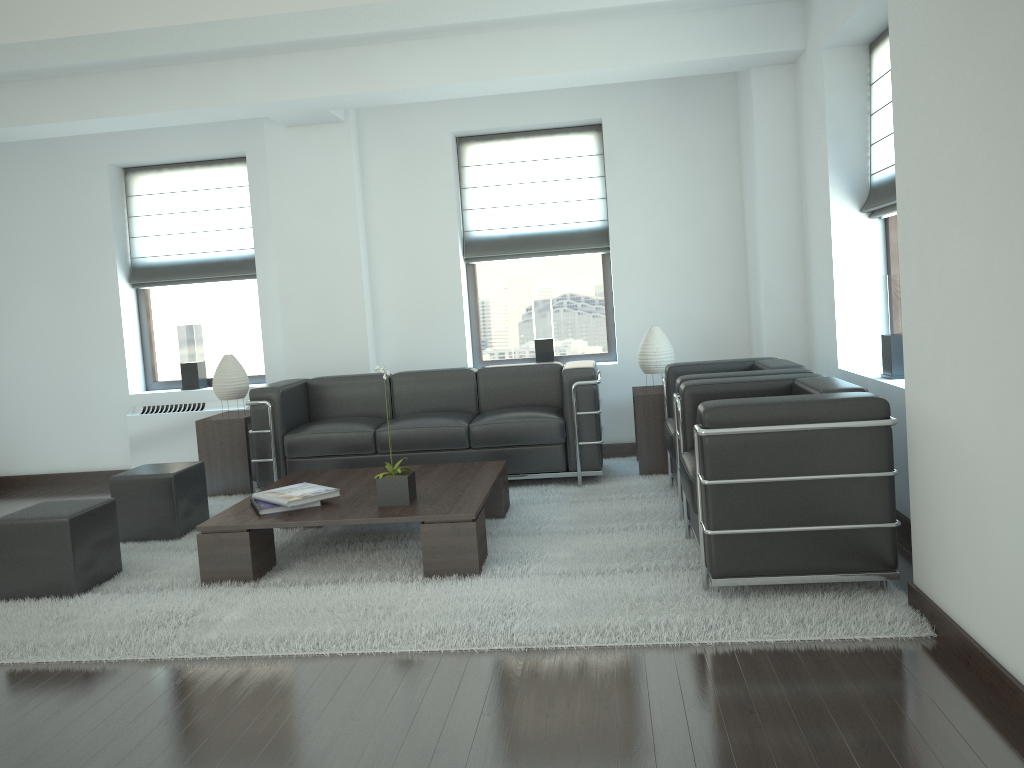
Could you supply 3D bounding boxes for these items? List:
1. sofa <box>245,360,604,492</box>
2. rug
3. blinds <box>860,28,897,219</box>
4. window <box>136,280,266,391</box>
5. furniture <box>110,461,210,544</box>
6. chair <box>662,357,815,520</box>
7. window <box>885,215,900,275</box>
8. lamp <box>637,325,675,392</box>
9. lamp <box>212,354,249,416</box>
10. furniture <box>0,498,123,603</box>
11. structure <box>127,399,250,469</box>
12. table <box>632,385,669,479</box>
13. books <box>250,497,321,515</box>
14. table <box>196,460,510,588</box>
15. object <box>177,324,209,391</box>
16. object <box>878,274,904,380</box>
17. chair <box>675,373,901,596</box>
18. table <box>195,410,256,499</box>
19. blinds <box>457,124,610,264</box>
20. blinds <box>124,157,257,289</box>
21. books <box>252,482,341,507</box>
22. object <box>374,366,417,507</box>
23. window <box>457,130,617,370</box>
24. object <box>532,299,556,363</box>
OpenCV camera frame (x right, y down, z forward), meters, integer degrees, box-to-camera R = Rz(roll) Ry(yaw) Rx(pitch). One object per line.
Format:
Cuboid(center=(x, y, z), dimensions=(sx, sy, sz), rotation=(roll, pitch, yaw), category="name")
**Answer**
Cuboid(center=(-0.811, 0.466, 9.004), dimensions=(3.475, 1.168, 1.126), rotation=(-4, 4, 6), category="sofa")
Cuboid(center=(-0.680, 1.165, 7.316), dimensions=(6.250, 0.110, 5.182), rotation=(-3, 5, 6), category="rug")
Cuboid(center=(2.934, -2.036, 6.496), dimensions=(0.222, 1.473, 2.128), rotation=(-4, 5, 6), category="blinds")
Cuboid(center=(-3.776, -1.329, 10.873), dimensions=(1.700, 2.727, 0.146), rotation=(-4, 3, 6), category="window")
Cuboid(center=(-3.061, 1.021, 7.743), dimensions=(0.588, 0.578, 0.604), rotation=(-4, 4, 6), category="furniture")
Cuboid(center=(1.854, 0.424, 7.388), dimensions=(1.123, 1.168, 1.650), rotation=(-4, 5, 6), category="chair")
Cuboid(center=(3.145, -1.422, 6.518), dimensions=(0.146, 2.726, 2.137), rotation=(-4, 4, 6), category="window")
Cuboid(center=(1.447, -0.262, 8.892), dimensions=(0.374, 0.653, 0.375), rotation=(-1, 5, 35), category="lamp")
Cuboid(center=(-2.971, 0.009, 9.373), dimensions=(0.374, 0.653, 0.375), rotation=(-3, 4, 10), category="lamp")
Cuboid(center=(-3.212, 1.165, 6.291), dimensions=(0.588, 0.578, 0.604), rotation=(-4, 4, 6), category="furniture")
Cuboid(center=(-3.773, 0.587, 10.439), dimensions=(1.461, 0.725, 0.194), rotation=(-4, 4, 6), category="structure")
Cuboid(center=(1.522, 0.473, 8.994), dimensions=(0.526, 0.843, 0.788), rotation=(-4, 4, 6), category="table")
Cuboid(center=(-1.685, 0.870, 6.576), dimensions=(0.446, 0.045, 0.519), rotation=(-6, 6, -23), category="books")
Cuboid(center=(-1.090, 1.040, 6.923), dimensions=(1.935, 0.440, 1.926), rotation=(-4, 5, 6), category="table")
Cuboid(center=(-3.864, -0.326, 10.711), dimensions=(0.238, 0.774, 0.244), rotation=(-4, 4, 6), category="object")
Cuboid(center=(2.910, -0.435, 6.650), dimensions=(0.238, 0.774, 0.244), rotation=(-4, 4, 6), category="object")
Cuboid(center=(1.671, 0.591, 5.716), dimensions=(1.123, 1.168, 1.650), rotation=(-4, 5, 6), category="chair")
Cuboid(center=(-2.919, 0.745, 9.478), dimensions=(0.526, 0.843, 0.788), rotation=(-4, 4, 6), category="table")
Cuboid(center=(0.242, -2.187, 10.233), dimensions=(1.686, 1.474, 0.223), rotation=(-4, 3, 6), category="blinds")
Cuboid(center=(-3.830, -1.938, 10.677), dimensions=(1.686, 1.474, 0.223), rotation=(-4, 3, 6), category="blinds")
Cuboid(center=(-1.598, 0.819, 6.568), dimensions=(0.447, 0.045, 0.518), rotation=(-9, 7, -43), category="books")
Cuboid(center=(-0.866, 0.357, 6.359), dimensions=(0.252, 0.990, 0.336), rotation=(-4, 4, 6), category="object")
Cuboid(center=(0.297, -1.579, 10.430), dimensions=(1.700, 2.727, 0.146), rotation=(-4, 3, 6), category="window")
Cuboid(center=(0.370, -0.585, 10.250), dimensions=(0.238, 0.774, 0.244), rotation=(-4, 4, 6), category="object")
